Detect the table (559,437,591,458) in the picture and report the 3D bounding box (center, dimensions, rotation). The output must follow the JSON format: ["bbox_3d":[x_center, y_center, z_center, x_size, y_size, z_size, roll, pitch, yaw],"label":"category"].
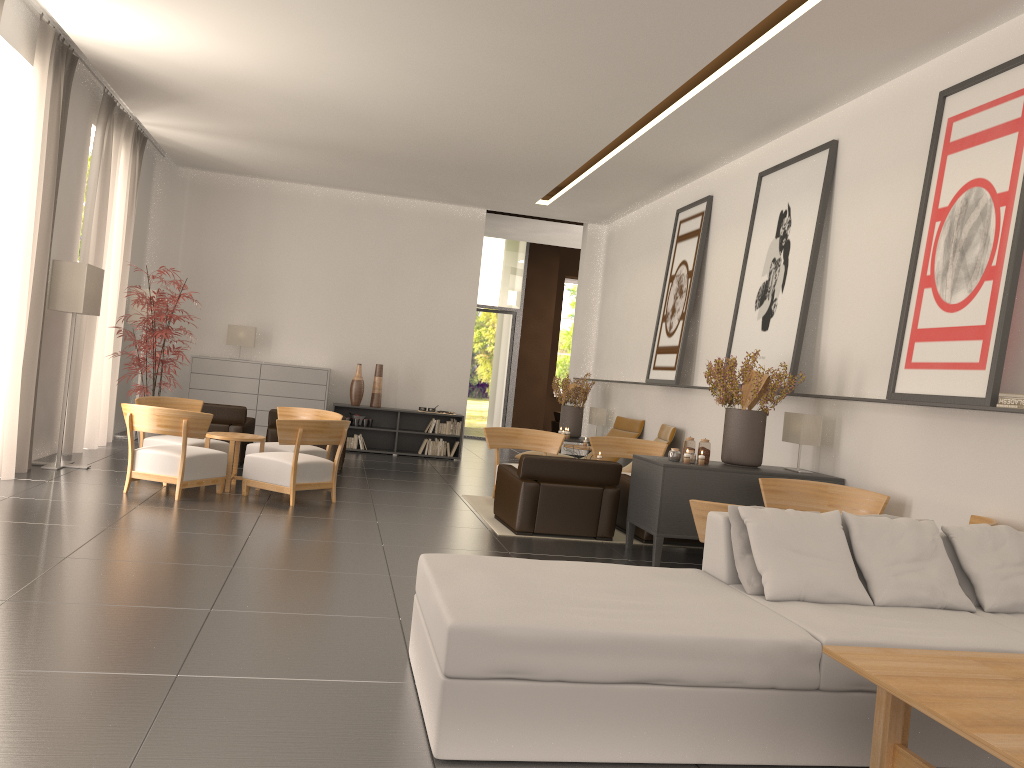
[{"bbox_3d":[1.437,1.680,20.502,1.599,0.840,1.600,6,0,-11],"label":"table"}]

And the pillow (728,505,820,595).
[{"bbox_3d":[2.047,1.224,6.450,0.918,0.577,0.549,6,0,-11],"label":"pillow"}]

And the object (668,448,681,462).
[{"bbox_3d":[2.060,0.897,11.233,0.157,0.158,0.158,6,0,-38],"label":"object"}]

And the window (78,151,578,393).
[{"bbox_3d":[1.962,-3.376,23.155,99.082,20.586,48.636,6,0,-11],"label":"window"}]

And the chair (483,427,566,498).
[{"bbox_3d":[0.222,1.391,14.811,1.451,1.227,1.151,6,0,-11],"label":"chair"}]

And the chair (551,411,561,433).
[{"bbox_3d":[2.213,1.569,30.577,1.499,1.076,1.538,6,0,-11],"label":"chair"}]

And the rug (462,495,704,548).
[{"bbox_3d":[1.432,2.138,13.841,3.999,0.010,3.559,6,0,-11],"label":"rug"}]

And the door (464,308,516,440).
[{"bbox_3d":[-1.262,-0.345,28.937,2.377,4.270,0.100,6,-1,4],"label":"door"}]

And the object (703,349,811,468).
[{"bbox_3d":[3.269,0.315,11.551,1.422,1.554,1.436,6,0,1],"label":"object"}]

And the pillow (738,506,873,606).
[{"bbox_3d":[2.074,1.207,6.311,0.801,0.598,0.585,6,0,-12],"label":"pillow"}]

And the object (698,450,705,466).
[{"bbox_3d":[2.351,0.912,10.990,0.080,0.187,0.080,6,-1,-2],"label":"object"}]

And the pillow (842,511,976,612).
[{"bbox_3d":[2.868,1.287,6.467,0.801,0.595,0.595,6,0,-10],"label":"pillow"}]

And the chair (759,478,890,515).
[{"bbox_3d":[3.362,1.745,9.909,1.453,1.227,1.150,6,0,29],"label":"chair"}]

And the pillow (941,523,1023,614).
[{"bbox_3d":[3.710,1.377,6.640,0.797,0.580,0.625,6,0,-10],"label":"pillow"}]

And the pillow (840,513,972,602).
[{"bbox_3d":[2.903,1.308,6.613,0.918,0.591,0.557,6,0,-11],"label":"pillow"}]

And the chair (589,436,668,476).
[{"bbox_3d":[2.038,1.570,15.166,1.451,1.227,1.151,6,0,-11],"label":"chair"}]

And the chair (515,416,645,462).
[{"bbox_3d":[1.404,1.363,18.573,2.419,1.486,1.300,6,0,-21],"label":"chair"}]

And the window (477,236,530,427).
[{"bbox_3d":[-4.752,-2.252,27.930,10.305,7.383,0.100,6,-1,-11],"label":"window"}]

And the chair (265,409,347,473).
[{"bbox_3d":[-3.917,1.041,16.891,1.537,1.076,1.500,6,0,-11],"label":"chair"}]

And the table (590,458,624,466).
[{"bbox_3d":[1.310,1.665,14.004,0.798,0.904,0.797,6,0,11],"label":"table"}]

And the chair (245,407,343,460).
[{"bbox_3d":[-3.600,1.020,14.605,1.453,1.227,1.150,6,0,29],"label":"chair"}]

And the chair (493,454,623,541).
[{"bbox_3d":[0.644,1.524,12.513,1.537,1.076,1.500,6,0,-11],"label":"chair"}]

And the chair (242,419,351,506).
[{"bbox_3d":[-3.141,1.076,12.962,1.152,1.227,1.450,6,0,34],"label":"chair"}]

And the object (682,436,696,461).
[{"bbox_3d":[2.268,0.832,11.356,0.157,0.325,0.157,6,-1,-19],"label":"object"}]

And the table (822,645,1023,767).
[{"bbox_3d":[2.532,1.892,4.040,1.599,0.840,1.600,6,0,-11],"label":"table"}]

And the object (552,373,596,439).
[{"bbox_3d":[1.356,0.469,20.718,0.928,1.554,1.585,6,0,17],"label":"object"}]

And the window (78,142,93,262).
[{"bbox_3d":[-8.324,-1.770,16.694,0.110,5.751,2.644,6,-1,-11],"label":"window"}]

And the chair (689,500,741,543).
[{"bbox_3d":[2.242,1.647,7.737,1.452,1.227,1.150,6,0,14],"label":"chair"}]

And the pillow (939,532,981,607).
[{"bbox_3d":[3.751,1.431,6.798,0.918,0.510,0.615,6,0,-9],"label":"pillow"}]

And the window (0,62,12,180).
[{"bbox_3d":[-7.315,-1.636,11.505,0.110,5.751,2.644,6,-1,-11],"label":"window"}]

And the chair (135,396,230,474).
[{"bbox_3d":[-5.225,0.861,14.015,1.151,1.227,1.451,6,0,24],"label":"chair"}]

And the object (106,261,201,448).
[{"bbox_3d":[-6.148,-0.324,15.113,1.488,3.398,1.772,6,-1,-26],"label":"object"}]

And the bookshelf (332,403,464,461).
[{"bbox_3d":[-2.760,1.139,21.167,3.079,1.079,0.740,6,0,-11],"label":"bookshelf"}]

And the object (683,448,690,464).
[{"bbox_3d":[2.179,0.894,11.034,0.076,0.187,0.076,6,-1,5],"label":"object"}]

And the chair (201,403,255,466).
[{"bbox_3d":[-5.662,0.869,16.550,1.537,1.076,1.500,6,0,-11],"label":"chair"}]

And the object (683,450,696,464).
[{"bbox_3d":[2.236,0.915,11.154,0.157,0.158,0.158,6,0,-38],"label":"object"}]

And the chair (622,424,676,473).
[{"bbox_3d":[1.758,1.410,16.751,2.421,1.486,1.299,6,0,-1],"label":"chair"}]

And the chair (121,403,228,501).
[{"bbox_3d":[-4.721,0.922,12.433,1.452,1.227,1.150,6,0,14],"label":"chair"}]

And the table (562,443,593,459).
[{"bbox_3d":[1.374,1.663,17.570,0.797,0.904,0.798,6,0,-34],"label":"table"}]

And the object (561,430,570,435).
[{"bbox_3d":[1.217,1.145,20.066,0.207,0.187,0.111,6,0,-24],"label":"object"}]

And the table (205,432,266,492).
[{"bbox_3d":[-4.231,1.176,13.459,0.870,0.803,0.869,6,0,11],"label":"table"}]

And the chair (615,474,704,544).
[{"bbox_3d":[2.389,1.697,12.853,1.537,1.076,1.500,6,0,-11],"label":"chair"}]

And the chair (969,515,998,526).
[{"bbox_3d":[3.821,1.801,8.265,1.152,1.227,1.450,6,0,34],"label":"chair"}]

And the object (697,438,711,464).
[{"bbox_3d":[2.444,0.850,11.277,0.158,0.325,0.157,5,-1,26],"label":"object"}]
